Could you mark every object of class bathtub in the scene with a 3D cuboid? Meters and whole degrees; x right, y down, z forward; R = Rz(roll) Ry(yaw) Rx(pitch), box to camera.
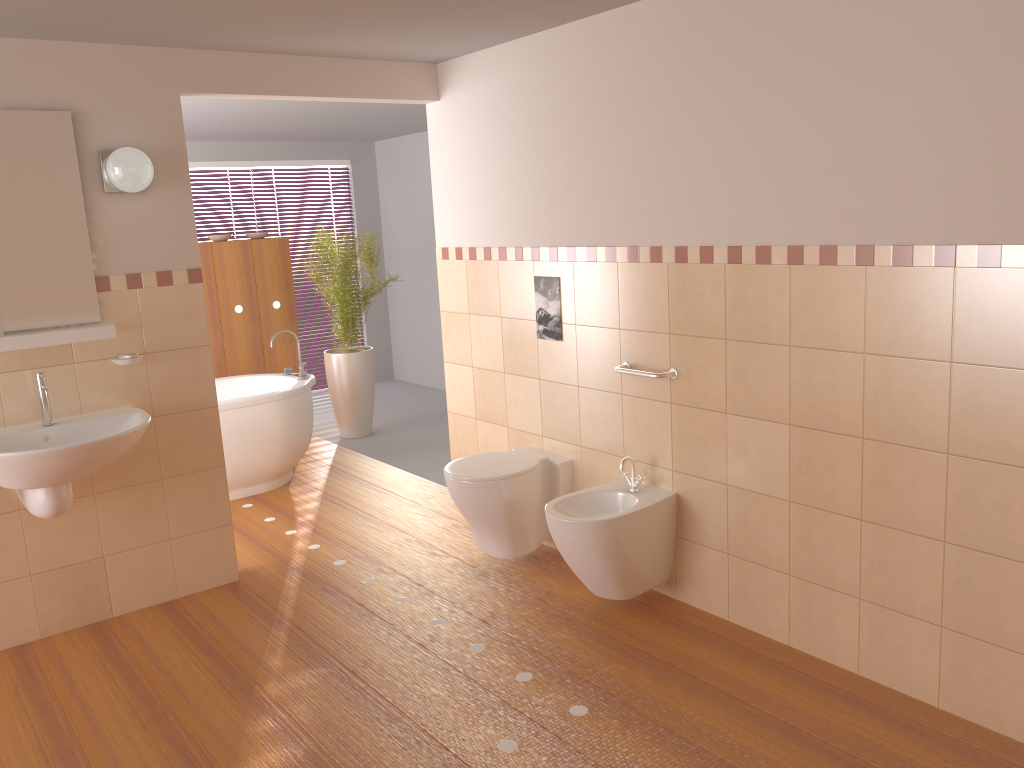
[{"bbox_3d":[-2.027,0.225,5.229,1.874,0.900,0.888,-11,14,-36],"label":"bathtub"}]

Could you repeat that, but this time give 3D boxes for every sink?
[{"bbox_3d":[0.365,0.557,3.410,0.515,0.517,0.335,-11,14,-36],"label":"sink"},{"bbox_3d":[-1.644,0.231,3.225,0.683,0.516,0.539,-11,14,-36],"label":"sink"}]

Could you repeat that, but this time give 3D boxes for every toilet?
[{"bbox_3d":[-0.037,0.537,3.940,0.534,0.400,0.375,-11,14,-36],"label":"toilet"}]

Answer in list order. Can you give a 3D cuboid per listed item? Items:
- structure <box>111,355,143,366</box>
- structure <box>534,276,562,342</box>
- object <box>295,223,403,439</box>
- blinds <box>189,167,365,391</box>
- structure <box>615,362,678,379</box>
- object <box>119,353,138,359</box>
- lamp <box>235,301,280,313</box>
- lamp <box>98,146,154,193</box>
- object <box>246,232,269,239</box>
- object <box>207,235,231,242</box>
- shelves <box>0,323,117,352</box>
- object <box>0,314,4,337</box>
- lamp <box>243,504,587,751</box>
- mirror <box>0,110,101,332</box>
[{"bbox_3d":[-1.531,-0.089,3.543,0.117,0.029,0.092,-11,14,-36],"label":"structure"},{"bbox_3d":[0.157,-0.330,3.883,0.005,0.279,0.170,-11,14,-36],"label":"structure"},{"bbox_3d":[-1.094,-0.394,6.416,0.683,1.557,1.335,-4,11,-4],"label":"object"},{"bbox_3d":[-3.336,-0.646,7.049,4.712,2.022,0.032,-11,14,-36],"label":"blinds"},{"bbox_3d":[0.502,-0.047,3.425,0.091,0.042,0.295,-11,14,-36],"label":"structure"},{"bbox_3d":[-1.531,-0.111,3.540,0.075,0.023,0.050,0,12,18],"label":"object"},{"bbox_3d":[-2.142,-0.482,6.070,1.169,0.052,0.001,-11,14,-36],"label":"lamp"},{"bbox_3d":[-1.472,-0.821,3.406,0.173,0.173,0.209,-11,14,-36],"label":"lamp"},{"bbox_3d":[-1.834,-1.065,6.387,0.173,0.046,0.173,-11,14,-36],"label":"object"},{"bbox_3d":[-2.050,-1.021,6.228,0.173,0.046,0.173,-11,14,-36],"label":"object"},{"bbox_3d":[-1.786,-0.167,3.309,0.554,0.050,0.138,-11,14,-36],"label":"shelves"},{"bbox_3d":[-1.887,-0.243,3.212,0.063,0.149,0.073,-11,14,-36],"label":"object"},{"bbox_3d":[-1.888,1.107,3.003,3.173,0.001,2.893,-11,14,-36],"label":"lamp"},{"bbox_3d":[-1.841,-0.597,3.268,0.502,0.799,0.008,-11,14,-36],"label":"mirror"}]
